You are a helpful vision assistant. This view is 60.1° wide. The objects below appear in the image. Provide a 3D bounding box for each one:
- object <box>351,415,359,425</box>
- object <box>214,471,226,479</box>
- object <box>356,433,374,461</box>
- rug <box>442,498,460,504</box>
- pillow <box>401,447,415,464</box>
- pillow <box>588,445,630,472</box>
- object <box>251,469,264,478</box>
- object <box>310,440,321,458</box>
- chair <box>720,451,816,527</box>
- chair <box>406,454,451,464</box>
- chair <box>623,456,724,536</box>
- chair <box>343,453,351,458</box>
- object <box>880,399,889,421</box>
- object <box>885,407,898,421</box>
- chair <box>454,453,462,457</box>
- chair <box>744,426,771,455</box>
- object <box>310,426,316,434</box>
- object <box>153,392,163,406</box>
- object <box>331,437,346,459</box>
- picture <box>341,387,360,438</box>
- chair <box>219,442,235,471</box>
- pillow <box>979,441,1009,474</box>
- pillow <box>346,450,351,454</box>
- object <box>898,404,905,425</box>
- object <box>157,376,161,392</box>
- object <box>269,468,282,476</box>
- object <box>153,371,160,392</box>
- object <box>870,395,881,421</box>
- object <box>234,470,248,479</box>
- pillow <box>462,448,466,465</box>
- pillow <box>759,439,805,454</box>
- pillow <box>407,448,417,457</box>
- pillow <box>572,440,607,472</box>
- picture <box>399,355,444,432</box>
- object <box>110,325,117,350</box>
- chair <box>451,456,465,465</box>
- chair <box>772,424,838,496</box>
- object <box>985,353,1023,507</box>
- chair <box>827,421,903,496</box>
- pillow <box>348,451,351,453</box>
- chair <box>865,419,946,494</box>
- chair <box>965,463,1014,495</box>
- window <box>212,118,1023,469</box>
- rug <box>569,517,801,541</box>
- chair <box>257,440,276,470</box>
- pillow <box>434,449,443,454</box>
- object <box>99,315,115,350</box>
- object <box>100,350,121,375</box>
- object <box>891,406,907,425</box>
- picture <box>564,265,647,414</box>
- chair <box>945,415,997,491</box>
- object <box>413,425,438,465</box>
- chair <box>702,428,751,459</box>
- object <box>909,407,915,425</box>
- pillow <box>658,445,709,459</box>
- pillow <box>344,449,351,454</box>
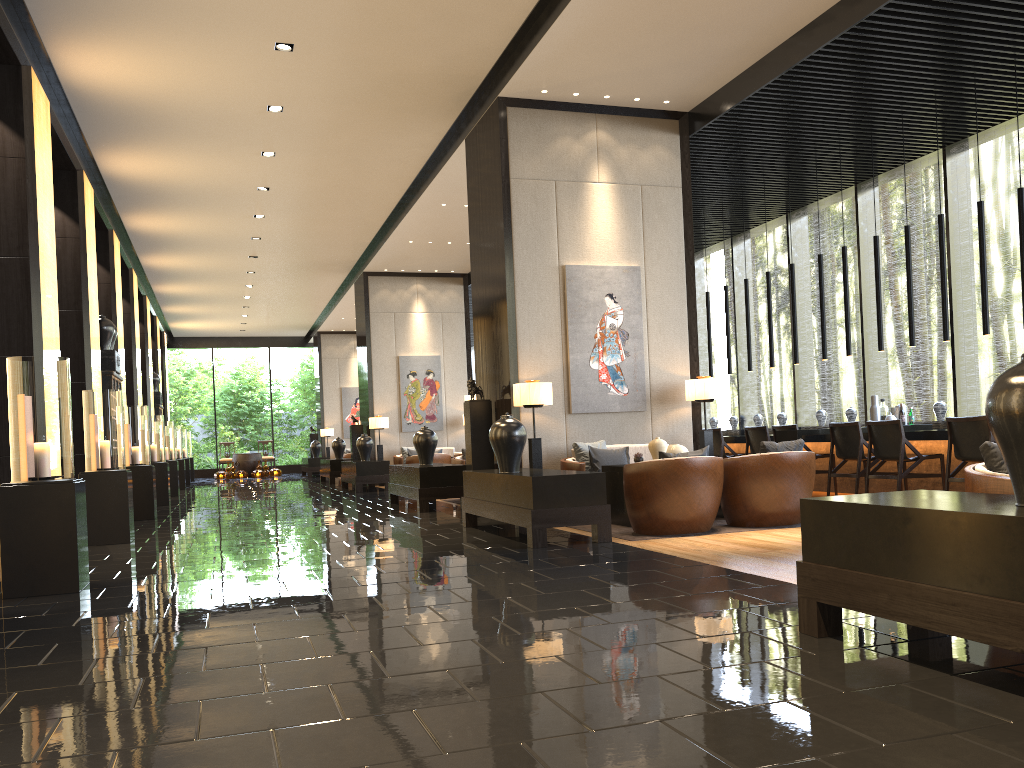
[{"bbox_3d":[-3.159,0.717,17.788,0.161,0.217,0.102,-2,-1,-30],"label":"object"},{"bbox_3d":[-8.515,2.658,25.906,0.369,0.229,0.370,-2,-3,-1],"label":"object"},{"bbox_3d":[-2.636,1.131,15.885,0.311,0.492,0.312,-3,-1,1],"label":"object"},{"bbox_3d":[0.317,1.493,11.478,2.039,0.008,2.246,-1,-4,-18],"label":"rug"},{"bbox_3d":[-1.939,1.400,17.144,0.432,0.399,0.201,-1,-2,-40],"label":"pillow"},{"bbox_3d":[0.944,0.763,8.589,0.471,0.361,0.219,-2,-1,-21],"label":"pillow"},{"bbox_3d":[-7.371,2.594,25.672,0.369,0.229,0.370,-2,-3,-16],"label":"object"},{"bbox_3d":[-5.424,1.786,24.477,0.311,0.492,0.312,-3,-1,1],"label":"object"},{"bbox_3d":[2.127,0.852,7.224,0.803,0.604,0.607,-2,-2,-18],"label":"chair"},{"bbox_3d":[-1.426,1.515,15.398,0.803,0.604,0.607,-2,-2,-18],"label":"chair"},{"bbox_3d":[1.313,0.871,6.959,0.803,0.604,0.607,-2,-2,-18],"label":"chair"},{"bbox_3d":[-4.212,2.170,23.983,0.803,0.604,0.607,-2,-2,-18],"label":"chair"},{"bbox_3d":[4.177,0.319,9.959,0.129,0.305,0.129,-2,-1,-32],"label":"object"},{"bbox_3d":[4.184,0.352,9.785,0.135,0.217,0.136,-2,-1,-31],"label":"object"},{"bbox_3d":[-0.612,1.496,15.663,0.803,0.604,0.607,-2,-2,-18],"label":"chair"},{"bbox_3d":[3.119,0.912,10.655,0.563,0.827,0.526,-2,-1,-18],"label":"chair"},{"bbox_3d":[-5.925,1.355,26.319,0.176,0.246,0.116,-2,-1,-13],"label":"object"},{"bbox_3d":[-8.332,0.355,20.613,0.365,0.315,0.607,-2,-3,-18],"label":"object"},{"bbox_3d":[-3.825,1.410,19.549,0.311,0.492,0.312,-3,-1,1],"label":"object"},{"bbox_3d":[-4.580,0.841,26.135,0.834,1.501,0.037,-2,0,-18],"label":"picture"},{"bbox_3d":[-8.644,2.305,26.913,0.520,1.076,0.537,-2,-1,-18],"label":"chair"},{"bbox_3d":[2.233,0.420,3.824,0.398,0.362,0.222,-2,-1,-17],"label":"pillow"},{"bbox_3d":[-4.581,2.062,25.613,0.471,0.361,0.219,-2,-1,-21],"label":"pillow"},{"bbox_3d":[4.331,0.339,9.837,0.067,0.237,0.067,-2,0,-24],"label":"object"},{"bbox_3d":[-8.412,-0.037,20.777,0.311,0.492,0.312,-2,-1,-37],"label":"object"},{"bbox_3d":[-7.044,2.623,26.365,0.370,0.229,0.369,-5,-4,44],"label":"object"},{"bbox_3d":[-8.309,-0.061,20.461,0.311,0.492,0.312,-1,-2,-44],"label":"object"},{"bbox_3d":[4.049,0.300,9.872,0.113,0.344,0.113,-2,-1,-23],"label":"object"},{"bbox_3d":[-7.808,2.604,25.525,0.370,0.229,0.370,-3,-3,4],"label":"object"},{"bbox_3d":[-0.491,1.060,12.216,0.398,0.362,0.222,-2,-1,-17],"label":"pillow"},{"bbox_3d":[2.153,0.627,7.112,0.398,0.362,0.222,-2,-1,-17],"label":"pillow"},{"bbox_3d":[-1.795,1.407,17.028,0.471,0.361,0.219,-2,-1,-21],"label":"pillow"},{"bbox_3d":[0.800,0.756,8.705,0.432,0.399,0.201,-1,-2,-40],"label":"pillow"},{"bbox_3d":[-1.799,0.188,17.567,0.834,1.501,0.037,-2,0,-18],"label":"picture"},{"bbox_3d":[-5.689,-0.677,12.390,0.311,0.492,0.312,-2,-1,-37],"label":"object"},{"bbox_3d":[-0.446,1.267,12.103,0.803,0.604,0.607,-2,-2,-18],"label":"chair"},{"bbox_3d":[3.296,0.871,10.108,0.563,0.827,0.526,-2,-1,-18],"label":"chair"},{"bbox_3d":[1.635,0.127,2.726,0.311,0.492,0.312,-2,-1,-29],"label":"object"},{"bbox_3d":[3.609,0.797,9.144,0.563,0.827,0.526,-2,-1,-18],"label":"chair"},{"bbox_3d":[-4.188,1.949,23.869,0.441,0.338,0.205,-2,-1,-11],"label":"pillow"},{"bbox_3d":[3.787,0.755,8.597,0.563,0.827,0.526,-2,-1,-18],"label":"chair"},{"bbox_3d":[2.278,0.627,3.711,0.803,0.604,0.607,-2,-2,-18],"label":"chair"},{"bbox_3d":[-2.015,-0.387,13.601,12.045,4.224,31.949,-1,-4,-18],"label":"window"},{"bbox_3d":[1.466,1.223,7.936,1.956,0.008,2.246,-1,-4,-18],"label":"rug"},{"bbox_3d":[-7.572,2.280,27.261,0.520,1.076,0.537,-2,-1,-18],"label":"chair"},{"bbox_3d":[-1.401,1.294,15.284,0.441,0.338,0.205,-2,-1,-11],"label":"pillow"},{"bbox_3d":[-5.587,-0.701,12.074,0.312,0.492,0.311,-3,-1,38],"label":"object"},{"bbox_3d":[-5.610,-0.284,12.226,0.365,0.315,0.607,-2,-3,-18],"label":"object"},{"bbox_3d":[4.354,0.355,9.961,0.168,0.219,0.169,-2,-2,-23],"label":"object"},{"bbox_3d":[0.961,-0.461,9.062,0.834,1.501,0.037,-2,0,-18],"label":"picture"},{"bbox_3d":[4.099,0.682,7.634,0.563,0.827,0.526,-2,-1,-18],"label":"chair"},{"bbox_3d":[-1.086,0.767,11.109,0.311,0.492,0.312,-2,-1,-37],"label":"object"},{"bbox_3d":[2.806,0.986,11.618,0.563,0.827,0.526,-2,-1,-18],"label":"chair"},{"bbox_3d":[4.434,0.354,9.829,0.056,0.197,0.056,-2,0,-16],"label":"object"},{"bbox_3d":[1.338,0.650,6.845,0.441,0.338,0.205,-2,-1,-11],"label":"pillow"},{"bbox_3d":[-4.726,2.055,25.729,0.432,0.399,0.201,-1,-2,-40],"label":"pillow"}]
